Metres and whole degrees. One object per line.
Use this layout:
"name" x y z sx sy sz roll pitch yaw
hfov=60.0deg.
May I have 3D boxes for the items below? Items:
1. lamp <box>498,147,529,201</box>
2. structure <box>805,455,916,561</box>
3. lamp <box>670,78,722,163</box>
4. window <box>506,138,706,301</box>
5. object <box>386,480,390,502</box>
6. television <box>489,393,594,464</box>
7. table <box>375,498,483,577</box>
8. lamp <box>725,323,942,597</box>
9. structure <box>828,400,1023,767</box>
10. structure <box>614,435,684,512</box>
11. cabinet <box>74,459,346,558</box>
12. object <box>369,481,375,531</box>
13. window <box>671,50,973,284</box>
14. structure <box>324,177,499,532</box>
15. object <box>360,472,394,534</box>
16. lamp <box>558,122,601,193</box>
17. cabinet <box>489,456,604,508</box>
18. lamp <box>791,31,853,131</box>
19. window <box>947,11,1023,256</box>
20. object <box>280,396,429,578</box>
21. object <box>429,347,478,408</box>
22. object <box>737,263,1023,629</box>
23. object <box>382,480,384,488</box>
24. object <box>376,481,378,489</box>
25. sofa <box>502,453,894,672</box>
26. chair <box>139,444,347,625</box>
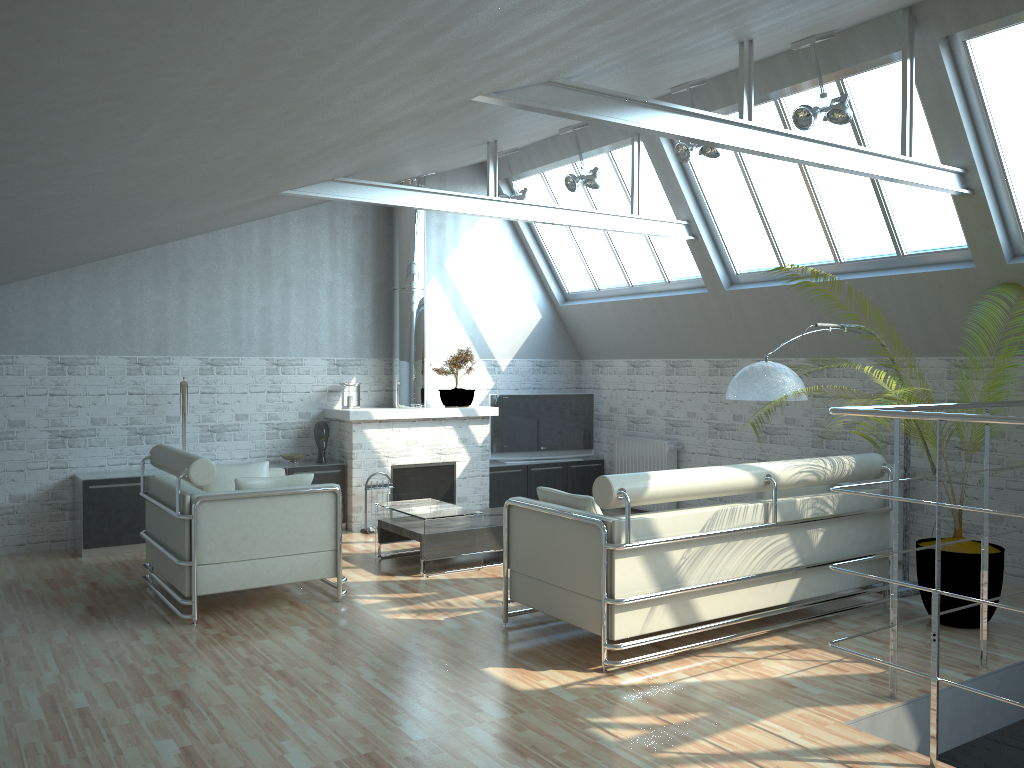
"lamp" -0.051 -4.066 17.553 0.619 1.172 0.808 0 1 -29
"structure" 5.711 2.018 14.668 0.508 1.524 1.892 -1 1 -33
"lamp" 2.725 -3.975 13.351 0.618 1.172 0.808 0 1 -30
"window" 1.907 -3.275 18.205 1.897 2.787 4.651 -1 1 -33
"object" -2.345 2.253 16.812 0.026 0.873 0.155 -1 1 -32
"television" 0.644 0.969 19.885 2.577 1.514 0.592 0 1 -23
"table" -1.339 2.394 14.081 1.015 0.867 1.726 -1 1 -33
"lamp" 4.853 1.044 12.199 4.621 3.709 1.015 0 1 -27
"structure" 6.890 1.616 7.362 6.483 2.781 5.366 -1 1 -33
"structure" 2.880 1.926 18.953 0.508 1.524 1.892 -1 1 -33
"cabinet" -5.321 2.163 16.033 4.572 1.270 0.914 -1 1 -33
"object" -2.606 2.278 16.567 0.131 0.916 0.146 -1 1 -33
"window" 4.707 -3.184 13.967 1.897 2.787 4.651 -1 1 -33
"structure" -2.010 -0.816 17.976 3.302 7.180 1.309 -1 1 -33
"object" -2.525 2.228 16.794 0.584 1.124 0.412 -1 1 -33
"lamp" 1.168 -4.026 15.709 0.619 1.172 0.808 0 1 -29
"cabinet" 0.529 2.234 19.913 3.234 1.016 0.908 -1 1 -33
"lamp" 3.954 -3.935 11.492 0.619 1.172 0.808 0 1 -29
"window" 7.507 -3.092 9.729 1.897 2.787 4.651 -1 1 -33
"object" -2.464 1.545 15.200 1.528 2.558 4.859 -1 1 -34
"object" -1.219 -0.152 18.317 1.115 1.265 0.572 0 1 -30
"object" 4.752 0.733 11.166 3.777 4.386 5.015 1 1 32
"object" -2.439 2.245 16.749 0.025 0.855 0.025 0 1 -11
"object" -2.489 2.285 16.649 0.145 0.932 0.065 1 1 38
"sofa" 2.451 1.919 11.190 4.866 1.999 2.199 -1 1 -33
"chair" -3.750 1.876 12.243 2.201 2.001 2.507 -1 1 -33
